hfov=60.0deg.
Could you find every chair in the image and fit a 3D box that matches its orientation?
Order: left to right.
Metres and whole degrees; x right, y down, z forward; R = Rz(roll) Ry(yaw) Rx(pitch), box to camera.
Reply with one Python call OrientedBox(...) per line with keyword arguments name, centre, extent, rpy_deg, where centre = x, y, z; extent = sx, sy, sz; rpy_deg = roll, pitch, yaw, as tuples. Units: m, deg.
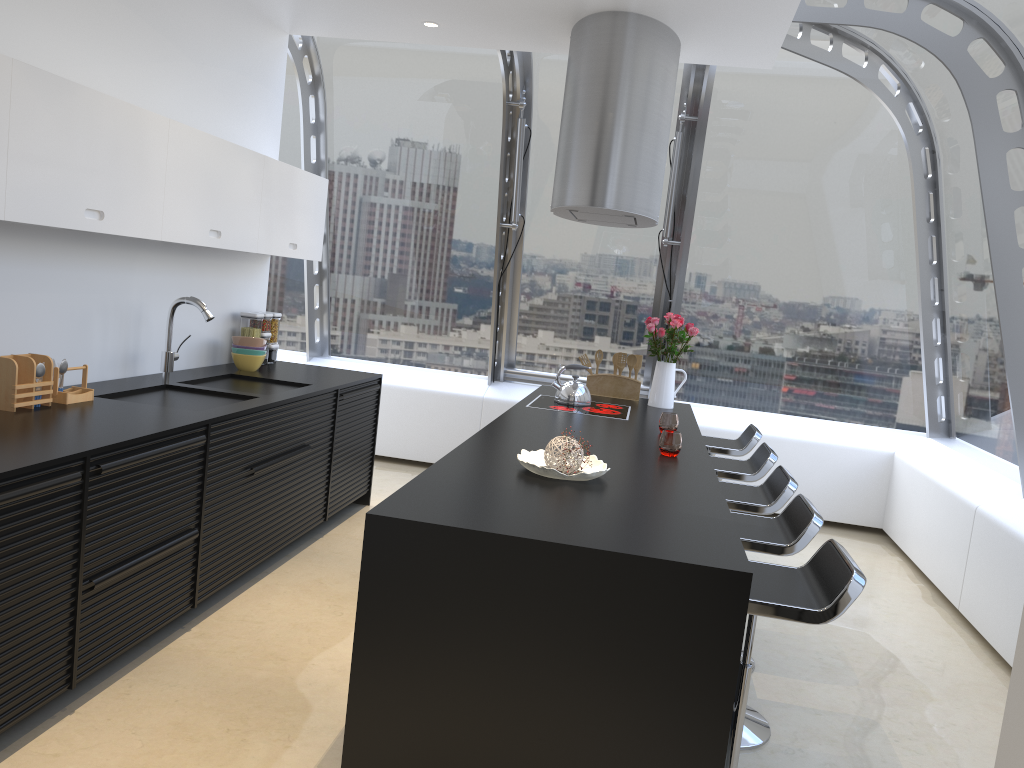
OrientedBox(name="chair", centre=(1.153, 0.645, 5.179), extent=(0.460, 0.857, 0.418), rpy_deg=(8, 6, 9))
OrientedBox(name="chair", centre=(1.026, 0.708, 4.462), extent=(0.460, 0.857, 0.418), rpy_deg=(8, 6, 9))
OrientedBox(name="chair", centre=(0.910, 0.765, 3.805), extent=(0.460, 0.857, 0.418), rpy_deg=(8, 6, 9))
OrientedBox(name="chair", centre=(0.805, 0.817, 3.215), extent=(0.460, 0.857, 0.418), rpy_deg=(8, 6, 9))
OrientedBox(name="chair", centre=(0.692, 0.873, 2.575), extent=(0.460, 0.857, 0.418), rpy_deg=(8, 6, 9))

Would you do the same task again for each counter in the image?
OrientedBox(name="counter", centre=(-1.510, 0.064, 3.860), extent=(0.804, 0.025, 3.738), rpy_deg=(7, 6, 8))
OrientedBox(name="counter", centre=(0.402, 0.248, 4.148), extent=(1.006, 0.018, 3.800), rpy_deg=(7, 6, 8))

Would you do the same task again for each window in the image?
OrientedBox(name="window", centre=(-4.722, -0.537, 0.462), extent=(16.171, 3.674, 16.693), rpy_deg=(7, 6, 1))

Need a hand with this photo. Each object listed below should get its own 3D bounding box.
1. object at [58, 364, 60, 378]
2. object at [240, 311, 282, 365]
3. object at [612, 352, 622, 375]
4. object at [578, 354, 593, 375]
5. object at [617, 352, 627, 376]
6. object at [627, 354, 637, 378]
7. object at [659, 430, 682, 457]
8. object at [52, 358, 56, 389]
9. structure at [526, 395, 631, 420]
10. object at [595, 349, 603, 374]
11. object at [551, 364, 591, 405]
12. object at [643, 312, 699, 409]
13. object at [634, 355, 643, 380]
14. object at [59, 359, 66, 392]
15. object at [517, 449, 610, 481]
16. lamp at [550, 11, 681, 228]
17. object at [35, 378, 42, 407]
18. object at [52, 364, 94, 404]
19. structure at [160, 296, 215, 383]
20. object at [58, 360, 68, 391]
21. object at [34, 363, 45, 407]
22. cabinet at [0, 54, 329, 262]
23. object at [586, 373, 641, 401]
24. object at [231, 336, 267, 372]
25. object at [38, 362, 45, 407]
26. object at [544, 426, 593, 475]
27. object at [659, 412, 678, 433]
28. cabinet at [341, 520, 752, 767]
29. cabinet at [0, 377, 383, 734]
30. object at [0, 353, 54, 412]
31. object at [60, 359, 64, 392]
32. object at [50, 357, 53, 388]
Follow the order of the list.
OrientedBox(name="object", centre=(-1.776, 0.005, 3.465), extent=(0.019, 0.178, 0.044), rpy_deg=(4, 7, -26))
OrientedBox(name="object", centre=(-1.543, -0.279, 5.418), extent=(0.113, 0.315, 0.365), rpy_deg=(7, 6, 8))
OrientedBox(name="object", centre=(0.678, -0.063, 5.835), extent=(0.061, 0.299, 0.040), rpy_deg=(7, 6, 7))
OrientedBox(name="object", centre=(0.523, -0.066, 5.861), extent=(0.199, 0.259, 0.016), rpy_deg=(9, 6, 20))
OrientedBox(name="object", centre=(0.708, -0.057, 5.811), extent=(0.057, 0.299, 0.019), rpy_deg=(8, 6, 9))
OrientedBox(name="object", centre=(0.771, -0.048, 5.803), extent=(0.068, 0.298, 0.039), rpy_deg=(8, 6, 9))
OrientedBox(name="object", centre=(0.679, 0.255, 3.803), extent=(0.095, 0.106, 0.095), rpy_deg=(7, 6, 7))
OrientedBox(name="object", centre=(-1.772, -0.001, 3.439), extent=(0.023, 0.196, 0.018), rpy_deg=(7, 6, 4))
OrientedBox(name="structure", centre=(0.398, 0.150, 5.136), extent=(0.562, 0.041, 0.640), rpy_deg=(7, 6, 8))
OrientedBox(name="object", centre=(0.562, -0.079, 5.855), extent=(0.055, 0.299, 0.027), rpy_deg=(8, 6, 9))
OrientedBox(name="object", centre=(0.375, -0.005, 5.292), extent=(0.221, 0.230, 0.221), rpy_deg=(12, 8, 40))
OrientedBox(name="object", centre=(0.971, -0.149, 5.550), extent=(0.350, 0.596, 0.327), rpy_deg=(8, 6, 15))
OrientedBox(name="object", centre=(0.810, -0.045, 5.814), extent=(0.057, 0.294, 0.030), rpy_deg=(8, 6, 9))
OrientedBox(name="object", centre=(-1.757, -0.001, 3.456), extent=(0.019, 0.196, 0.022), rpy_deg=(6, 6, -3))
OrientedBox(name="object", centre=(0.180, 0.303, 3.180), extent=(0.334, 0.078, 0.329), rpy_deg=(6, 6, -4))
OrientedBox(name="lamp", centre=(0.578, -1.413, 4.970), extent=(0.606, 0.966, 1.112), rpy_deg=(7, 6, 8))
OrientedBox(name="object", centre=(-1.752, 0.017, 3.282), extent=(0.020, 0.196, 0.018), rpy_deg=(10, 7, 31))
OrientedBox(name="object", centre=(-1.735, 0.013, 3.482), extent=(0.100, 0.170, 0.173), rpy_deg=(8, 6, 11))
OrientedBox(name="structure", centre=(-1.542, -0.153, 4.245), extent=(0.248, 0.536, 0.115), rpy_deg=(7, 6, 7))
OrientedBox(name="object", centre=(-1.743, 0.000, 3.433), extent=(0.040, 0.192, 0.042), rpy_deg=(1, 8, -43))
OrientedBox(name="object", centre=(-1.745, 0.016, 3.267), extent=(0.040, 0.192, 0.042), rpy_deg=(3, 7, -30))
OrientedBox(name="cabinet", centre=(-1.644, -0.889, 3.797), extent=(0.343, 0.515, 3.741), rpy_deg=(7, 6, 8))
OrientedBox(name="object", centre=(0.667, 0.016, 5.834), extent=(0.353, 0.157, 0.084), rpy_deg=(8, 6, 9))
OrientedBox(name="object", centre=(-1.500, -0.175, 5.054), extent=(0.185, 0.205, 0.205), rpy_deg=(6, 6, -3))
OrientedBox(name="object", centre=(-1.754, 0.016, 3.292), extent=(0.019, 0.196, 0.022), rpy_deg=(8, 6, 10))
OrientedBox(name="object", centre=(0.189, 0.244, 3.163), extent=(0.190, 0.191, 0.165), rpy_deg=(11, 8, 36))
OrientedBox(name="object", centre=(0.785, 0.198, 4.448), extent=(0.095, 0.106, 0.095), rpy_deg=(10, 7, 29))
OrientedBox(name="cabinet", centre=(0.354, 0.670, 4.194), extent=(1.007, 0.838, 3.800), rpy_deg=(7, 6, 8))
OrientedBox(name="cabinet", centre=(-1.554, -0.473, 3.098), extent=(0.831, 2.901, 5.157), rpy_deg=(7, 6, 8))
OrientedBox(name="object", centre=(-1.788, 0.007, 3.238), extent=(0.104, 0.223, 0.200), rpy_deg=(7, 6, 9))
OrientedBox(name="object", centre=(-1.753, 0.000, 3.446), extent=(0.020, 0.196, 0.018), rpy_deg=(9, 6, 19))
OrientedBox(name="object", centre=(-1.791, -0.007, 3.440), extent=(0.040, 0.192, 0.042), rpy_deg=(1, 9, -44))
